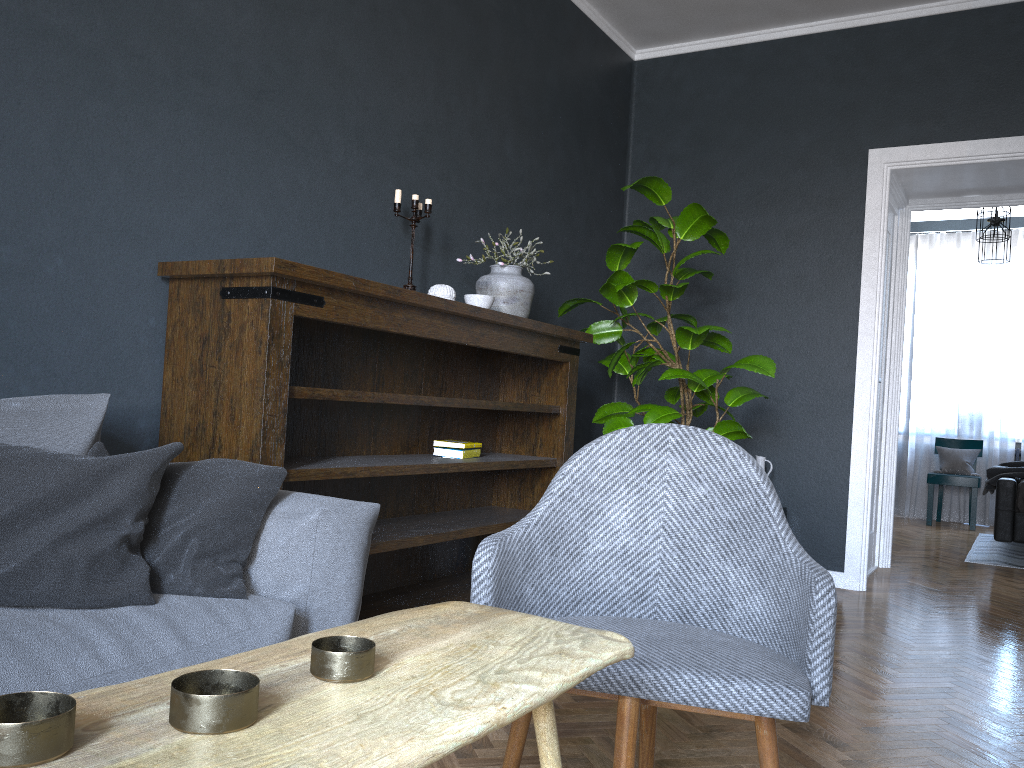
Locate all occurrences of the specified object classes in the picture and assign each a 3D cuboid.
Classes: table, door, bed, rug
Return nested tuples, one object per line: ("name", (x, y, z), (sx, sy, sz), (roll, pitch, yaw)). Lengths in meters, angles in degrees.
("table", (-0.181, 0.563, 0.860), (0.339, 0.550, 0.788), (3, -1, 30))
("door", (2.037, -0.008, 5.030), (0.162, 2.186, 0.857), (3, -1, 30))
("bed", (4.610, 0.699, 6.124), (2.374, 1.161, 2.267), (3, -2, 30))
("rug", (4.114, 1.255, 6.349), (1.458, 0.013, 2.046), (3, -2, 30))

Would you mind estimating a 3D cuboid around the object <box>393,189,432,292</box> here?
("object", (-0.388, -0.502, 3.304), (0.130, 0.437, 0.145), (4, -1, -24))

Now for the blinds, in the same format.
("blinds", (4.811, -0.054, 8.211), (3.991, 2.788, 0.312), (3, -1, 30))

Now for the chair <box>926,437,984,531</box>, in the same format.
("chair", (4.061, 0.898, 8.126), (0.435, 0.798, 0.592), (3, -1, 30))

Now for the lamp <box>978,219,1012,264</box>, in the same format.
("lamp", (3.790, -1.353, 6.933), (0.210, 0.804, 0.210), (3, -1, 44))

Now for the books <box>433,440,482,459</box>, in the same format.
("books", (-0.200, 0.285, 3.523), (0.174, 0.113, 0.197), (3, -1, 19))

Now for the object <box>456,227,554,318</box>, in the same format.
("object", (-0.031, -0.456, 3.663), (0.385, 0.412, 0.275), (3, -1, 8))

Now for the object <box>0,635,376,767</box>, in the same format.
("object", (-0.254, 0.266, 0.760), (0.103, 0.033, 0.369), (2, -2, 41))

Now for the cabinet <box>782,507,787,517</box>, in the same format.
("cabinet", (1.048, 0.822, 4.658), (0.650, 0.390, 0.456), (3, -1, 30))

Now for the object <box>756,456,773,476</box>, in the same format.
("object", (1.197, 0.501, 4.624), (0.229, 0.268, 0.228), (4, -1, -26))

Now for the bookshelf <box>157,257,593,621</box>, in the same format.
("bookshelf", (-0.354, 0.304, 3.198), (0.450, 1.172, 1.920), (3, -1, 30))

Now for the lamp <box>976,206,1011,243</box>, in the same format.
("lamp", (3.595, -1.425, 6.600), (0.210, 0.714, 0.210), (3, -1, 44))

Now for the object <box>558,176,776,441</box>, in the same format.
("object", (0.677, 0.034, 4.076), (1.118, 1.898, 0.764), (3, -1, 24))

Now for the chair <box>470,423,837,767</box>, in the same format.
("chair", (0.248, 0.479, 1.693), (0.645, 0.811, 0.495), (3, -1, 9))

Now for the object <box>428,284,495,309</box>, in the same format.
("object", (-0.193, -0.321, 3.361), (0.255, 0.104, 0.118), (4, -1, -4))

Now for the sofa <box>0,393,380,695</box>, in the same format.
("sofa", (-1.227, 0.382, 1.237), (0.969, 0.798, 2.341), (3, -2, 30))

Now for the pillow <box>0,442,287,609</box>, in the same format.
("pillow", (-0.857, 0.240, 1.749), (0.798, 0.362, 0.442), (5, -2, -42))
